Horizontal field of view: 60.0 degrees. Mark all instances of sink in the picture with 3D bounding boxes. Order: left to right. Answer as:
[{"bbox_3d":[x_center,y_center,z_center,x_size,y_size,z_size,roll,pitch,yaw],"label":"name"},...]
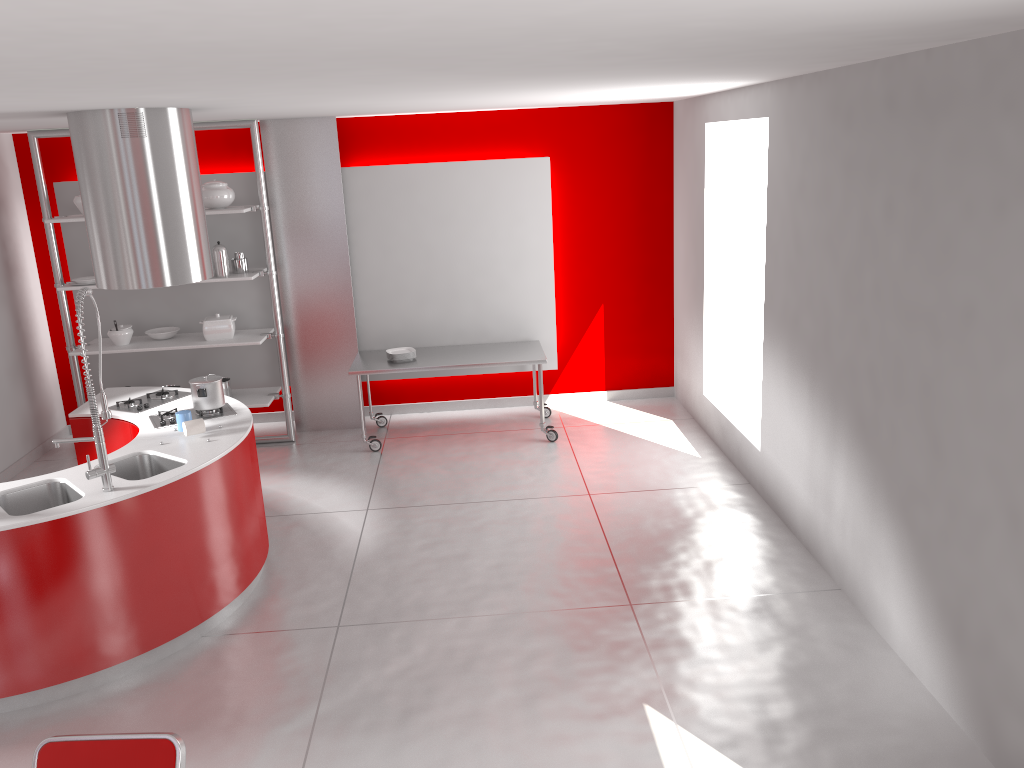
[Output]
[{"bbox_3d":[-2.156,0.612,4.073,0.326,0.172,0.428,-16,20,-40],"label":"sink"},{"bbox_3d":[-1.833,0.502,4.420,0.428,0.172,0.326,8,19,35],"label":"sink"}]

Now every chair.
[{"bbox_3d":[-1.060,1.400,2.285,0.418,0.857,0.460,-2,15,2],"label":"chair"}]

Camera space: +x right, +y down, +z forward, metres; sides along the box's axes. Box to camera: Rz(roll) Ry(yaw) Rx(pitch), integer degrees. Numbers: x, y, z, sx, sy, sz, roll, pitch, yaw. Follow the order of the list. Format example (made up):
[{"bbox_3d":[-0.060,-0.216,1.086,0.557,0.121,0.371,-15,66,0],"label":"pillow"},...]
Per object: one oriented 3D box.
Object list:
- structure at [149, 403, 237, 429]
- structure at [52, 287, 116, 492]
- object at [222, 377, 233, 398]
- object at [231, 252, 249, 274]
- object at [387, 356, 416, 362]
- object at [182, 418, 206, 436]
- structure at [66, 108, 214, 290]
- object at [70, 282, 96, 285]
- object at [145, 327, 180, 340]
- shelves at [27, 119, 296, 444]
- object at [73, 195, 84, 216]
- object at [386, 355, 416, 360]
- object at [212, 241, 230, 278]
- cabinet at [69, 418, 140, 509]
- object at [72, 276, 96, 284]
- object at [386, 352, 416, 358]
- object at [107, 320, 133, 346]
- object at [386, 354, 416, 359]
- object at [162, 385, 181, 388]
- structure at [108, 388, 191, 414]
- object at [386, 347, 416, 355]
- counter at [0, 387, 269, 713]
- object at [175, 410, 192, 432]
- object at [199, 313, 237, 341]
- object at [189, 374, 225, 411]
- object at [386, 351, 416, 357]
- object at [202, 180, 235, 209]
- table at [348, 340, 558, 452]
[{"bbox_3d":[-1.867,0.167,5.182,0.457,0.037,0.303,-11,17,-27],"label":"structure"},{"bbox_3d":[-1.920,0.033,3.998,0.178,0.920,0.308,10,20,39],"label":"structure"},{"bbox_3d":[-2.422,0.050,7.267,0.240,0.161,0.259,-8,16,-19],"label":"object"},{"bbox_3d":[-2.177,-0.970,7.087,0.127,0.157,0.127,-1,15,7],"label":"object"},{"bbox_3d":[-0.896,-0.212,7.185,0.228,0.020,0.228,-9,16,-20],"label":"object"},{"bbox_3d":[-1.712,0.229,4.764,0.100,0.080,0.109,-12,18,-31],"label":"object"},{"bbox_3d":[-2.104,-1.060,5.067,0.644,0.958,0.644,-14,19,-35],"label":"structure"},{"bbox_3d":[-3.292,-0.790,6.912,0.280,0.015,0.280,7,18,33],"label":"object"},{"bbox_3d":[-2.850,-0.405,7.243,0.272,0.072,0.272,-15,19,-37],"label":"object"},{"bbox_3d":[-2.741,-0.719,7.079,1.735,2.599,0.535,-4,15,-3],"label":"shelves"},{"bbox_3d":[-3.249,-1.392,6.832,0.231,0.191,0.231,9,19,36],"label":"object"},{"bbox_3d":[-0.897,-0.222,7.182,0.228,0.020,0.228,-9,16,-20],"label":"object"},{"bbox_3d":[-2.261,-0.971,6.887,0.115,0.274,0.115,-5,15,-9],"label":"object"},{"bbox_3d":[-2.780,0.818,4.587,1.025,0.761,1.875,11,20,41],"label":"cabinet"},{"bbox_3d":[-3.293,-0.804,6.908,0.244,0.042,0.244,-8,16,-18],"label":"object"},{"bbox_3d":[-0.898,-0.241,7.177,0.228,0.020,0.228,-9,16,-20],"label":"object"},{"bbox_3d":[-3.123,-0.418,7.069,0.192,0.214,0.192,-7,16,-16],"label":"object"},{"bbox_3d":[-0.897,-0.231,7.180,0.228,0.020,0.228,-9,16,-20],"label":"object"},{"bbox_3d":[-2.804,0.089,7.267,0.196,0.122,0.182,12,21,43],"label":"object"},{"bbox_3d":[-2.257,0.090,5.539,0.303,0.037,0.457,5,17,26],"label":"structure"},{"bbox_3d":[-0.899,-0.261,7.172,0.228,0.020,0.228,-9,16,-20],"label":"object"},{"bbox_3d":[-2.507,0.842,4.567,1.868,0.880,2.865,6,18,30],"label":"counter"},{"bbox_3d":[-1.797,0.199,4.858,0.080,0.100,0.109,-11,17,-28],"label":"object"},{"bbox_3d":[-2.366,-0.470,7.160,0.282,0.197,0.235,-6,16,-12],"label":"object"},{"bbox_3d":[-1.784,0.045,5.194,0.189,0.185,0.218,-15,20,-39],"label":"object"},{"bbox_3d":[-0.898,-0.251,7.174,0.228,0.020,0.228,-9,16,-20],"label":"object"},{"bbox_3d":[-2.313,-1.480,6.924,0.287,0.222,0.287,10,20,40],"label":"object"},{"bbox_3d":[-0.469,0.090,7.335,1.627,0.682,0.749,-3,15,-1],"label":"table"}]
